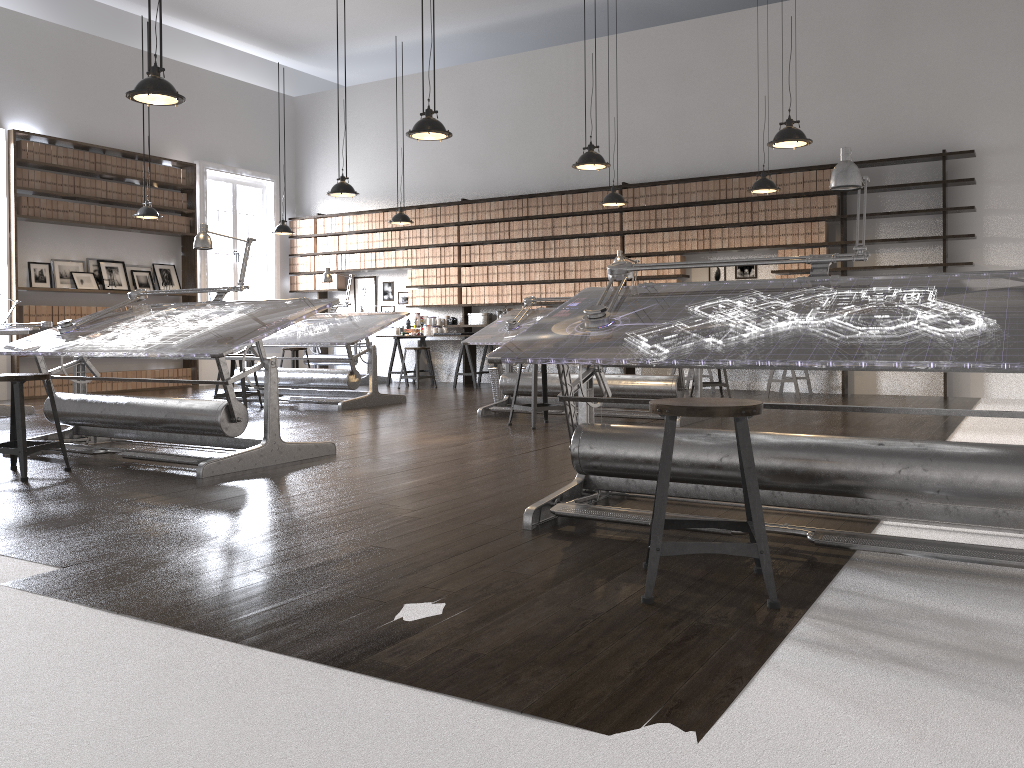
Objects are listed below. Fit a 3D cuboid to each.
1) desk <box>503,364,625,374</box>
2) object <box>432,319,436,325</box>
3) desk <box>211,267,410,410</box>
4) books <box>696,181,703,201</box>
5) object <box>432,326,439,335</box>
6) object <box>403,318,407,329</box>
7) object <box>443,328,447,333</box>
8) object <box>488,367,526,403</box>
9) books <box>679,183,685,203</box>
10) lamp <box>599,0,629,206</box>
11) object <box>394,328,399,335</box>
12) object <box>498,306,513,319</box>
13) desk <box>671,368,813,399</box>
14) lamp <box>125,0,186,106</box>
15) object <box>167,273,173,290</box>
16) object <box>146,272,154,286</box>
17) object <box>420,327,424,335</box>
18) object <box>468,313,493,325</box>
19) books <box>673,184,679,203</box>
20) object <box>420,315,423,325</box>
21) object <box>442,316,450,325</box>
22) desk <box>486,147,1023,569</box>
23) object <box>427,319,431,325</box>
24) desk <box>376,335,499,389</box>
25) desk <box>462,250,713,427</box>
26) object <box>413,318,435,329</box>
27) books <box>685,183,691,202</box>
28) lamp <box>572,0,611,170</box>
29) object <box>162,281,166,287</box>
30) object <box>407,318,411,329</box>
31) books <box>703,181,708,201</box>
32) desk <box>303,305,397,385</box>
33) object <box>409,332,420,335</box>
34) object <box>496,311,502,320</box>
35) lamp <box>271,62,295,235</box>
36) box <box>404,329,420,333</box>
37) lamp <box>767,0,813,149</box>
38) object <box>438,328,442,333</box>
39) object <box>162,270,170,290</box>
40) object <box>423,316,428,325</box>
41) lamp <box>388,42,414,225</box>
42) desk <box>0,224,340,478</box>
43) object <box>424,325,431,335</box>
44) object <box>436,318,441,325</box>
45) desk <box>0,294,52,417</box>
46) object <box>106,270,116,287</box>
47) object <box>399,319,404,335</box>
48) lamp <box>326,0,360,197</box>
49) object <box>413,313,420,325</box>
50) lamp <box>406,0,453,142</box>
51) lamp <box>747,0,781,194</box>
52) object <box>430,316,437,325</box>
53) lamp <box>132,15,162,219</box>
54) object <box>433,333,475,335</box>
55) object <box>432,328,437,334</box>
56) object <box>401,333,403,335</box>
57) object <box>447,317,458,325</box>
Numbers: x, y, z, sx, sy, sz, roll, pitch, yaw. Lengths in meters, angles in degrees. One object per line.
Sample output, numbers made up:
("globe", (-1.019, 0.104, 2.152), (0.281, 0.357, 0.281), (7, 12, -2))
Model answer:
("desk", (0.603, -0.262, 10.671), (1.668, 0.669, 0.656), (1, 3, 31))
("object", (-1.064, -0.846, 12.073), (0.062, 0.093, 0.063), (0, 2, 17))
("desk", (-2.148, -0.501, 9.078), (2.280, 1.386, 1.078), (1, 2, 31))
("books", (2.173, -2.193, 10.145), (0.067, 0.225, 0.175), (0, 2, 31))
("object", (-1.035, -0.719, 11.911), (0.095, 0.128, 0.094), (1, 2, 35))
("object", (-1.459, -0.780, 12.031), (0.069, 0.237, 0.068), (0, 1, 28))
("object", (-0.895, -0.703, 11.825), (0.062, 0.094, 0.062), (-1, 1, -10))
("object", (-0.047, 0.038, 8.163), (0.353, 0.377, 0.353), (-2, 2, -38))
("books", (1.994, -2.198, 10.258), (0.067, 0.225, 0.175), (0, 2, 31))
("lamp", (1.047, -2.992, 9.201), (0.313, 2.251, 0.311), (-1, 1, -34))
("object", (-1.562, -0.711, 11.995), (0.068, 0.104, 0.068), (0, 2, 35))
("object", (-0.095, -0.913, 11.560), (0.181, 0.272, 0.156), (0, 1, 15))
("desk", (2.441, -0.212, 9.574), (1.668, 0.669, 0.656), (1, 3, 31))
("lamp", (-1.979, -2.699, 4.888), (0.311, 2.251, 0.313), (0, 1, 11))
("object", (-4.514, -1.324, 11.662), (0.040, 0.262, 0.110), (0, 1, 31))
("object", (-4.647, -1.304, 11.367), (0.040, 0.260, 0.124), (0, 1, 31))
("object", (-1.208, -0.706, 11.844), (0.049, 0.112, 0.049), (0, 1, 27))
("object", (-0.422, -0.861, 11.745), (0.317, 0.152, 0.193), (1, 3, 30))
("books", (1.931, -2.200, 10.291), (0.067, 0.225, 0.175), (0, 2, 31))
("object", (-1.250, -0.878, 12.248), (0.050, 0.139, 0.051), (0, 1, 28))
("object", (-0.896, -0.846, 12.019), (0.107, 0.161, 0.236), (-1, 3, -4))
("desk", (1.057, -0.173, 3.206), (2.069, 1.386, 1.078), (1, 2, 31))
("object", (-1.131, -0.847, 12.095), (0.062, 0.094, 0.062), (0, 1, 17))
("desk", (-0.912, -0.303, 11.576), (1.668, 0.669, 0.656), (1, 3, 31))
("desk", (0.730, -0.424, 7.359), (2.069, 1.386, 1.078), (1, 2, 31))
("object", (-1.191, -0.820, 12.030), (0.345, 0.146, 0.077), (-3, 2, -37))
("books", (2.054, -2.197, 10.224), (0.067, 0.225, 0.174), (0, 2, 31))
("lamp", (0.621, -2.857, 7.059), (0.313, 2.251, 0.311), (-1, 1, -34))
("object", (-4.525, -1.267, 11.519), (0.040, 0.165, 0.066), (0, 1, 31))
("object", (-1.416, -0.781, 12.104), (0.069, 0.229, 0.068), (0, 1, 28))
("books", (2.235, -2.191, 10.107), (0.067, 0.225, 0.175), (0, 2, 31))
("desk", (-2.333, -0.557, 12.385), (1.269, 1.097, 1.072), (1, 2, 31))
("object", (-1.299, -0.666, 11.725), (0.132, 0.050, 0.197), (-2, 4, -30))
("object", (-0.176, -0.872, 11.700), (0.079, 0.188, 0.079), (0, 1, 10))
("lamp", (-3.018, -3.101, 11.623), (0.311, 2.251, 0.313), (0, 1, 11))
("box", (-1.336, -0.702, 11.951), (0.212, 0.083, 0.138), (1, 3, 31))
("lamp", (1.956, -2.821, 6.262), (0.311, 2.251, 0.313), (0, 1, 11))
("object", (-0.959, -0.701, 11.808), (0.062, 0.093, 0.063), (-1, 1, -10))
("object", (-4.525, -1.341, 11.588), (0.040, 0.304, 0.118), (0, 1, 31))
("object", (-1.188, -0.876, 12.214), (0.070, 0.130, 0.070), (-1, 1, -21))
("lamp", (-1.344, -3.056, 10.629), (0.311, 2.251, 0.313), (0, 1, 11))
("desk", (-2.030, -0.271, 5.296), (2.069, 1.386, 1.078), (1, 2, 31))
("object", (-1.131, -0.720, 11.843), (0.105, 0.141, 0.104), (0, 2, 23))
("object", (-0.999, -0.846, 12.059), (0.062, 0.094, 0.062), (0, 1, 17))
("desk", (-4.980, -0.313, 8.066), (1.269, 1.188, 1.173), (1, 2, 31))
("object", (-4.932, -1.272, 10.864), (0.040, 0.260, 0.174), (0, 1, 31))
("object", (-1.496, -0.772, 11.970), (0.069, 0.229, 0.068), (0, 1, 28))
("lamp", (-1.615, -2.917, 8.394), (0.313, 2.251, 0.311), (-1, 1, -39))
("object", (-1.315, -0.892, 12.203), (0.106, 0.177, 0.108), (0, 2, 33))
("lamp", (-0.562, -2.767, 5.885), (0.313, 2.264, 0.311), (-1, 1, -34))
("lamp", (2.382, -2.956, 8.404), (0.313, 2.251, 0.311), (-1, 1, -34))
("object", (-1.085, -0.866, 12.198), (0.094, 0.128, 0.095), (-1, 2, -29))
("lamp", (-4.074, -2.983, 9.862), (0.311, 2.251, 0.313), (0, 1, 11))
("object", (-0.739, -0.640, 11.333), (0.446, 0.033, 0.312), (2, 4, 31))
("object", (-1.029, -0.700, 11.799), (0.062, 0.094, 0.062), (-1, 1, -19))
("object", (-1.465, -0.674, 11.921), (0.049, 0.037, 0.049), (1, 3, 27))
("object", (-0.818, -0.848, 11.937), (0.171, 0.108, 0.091), (1, 2, 31))
